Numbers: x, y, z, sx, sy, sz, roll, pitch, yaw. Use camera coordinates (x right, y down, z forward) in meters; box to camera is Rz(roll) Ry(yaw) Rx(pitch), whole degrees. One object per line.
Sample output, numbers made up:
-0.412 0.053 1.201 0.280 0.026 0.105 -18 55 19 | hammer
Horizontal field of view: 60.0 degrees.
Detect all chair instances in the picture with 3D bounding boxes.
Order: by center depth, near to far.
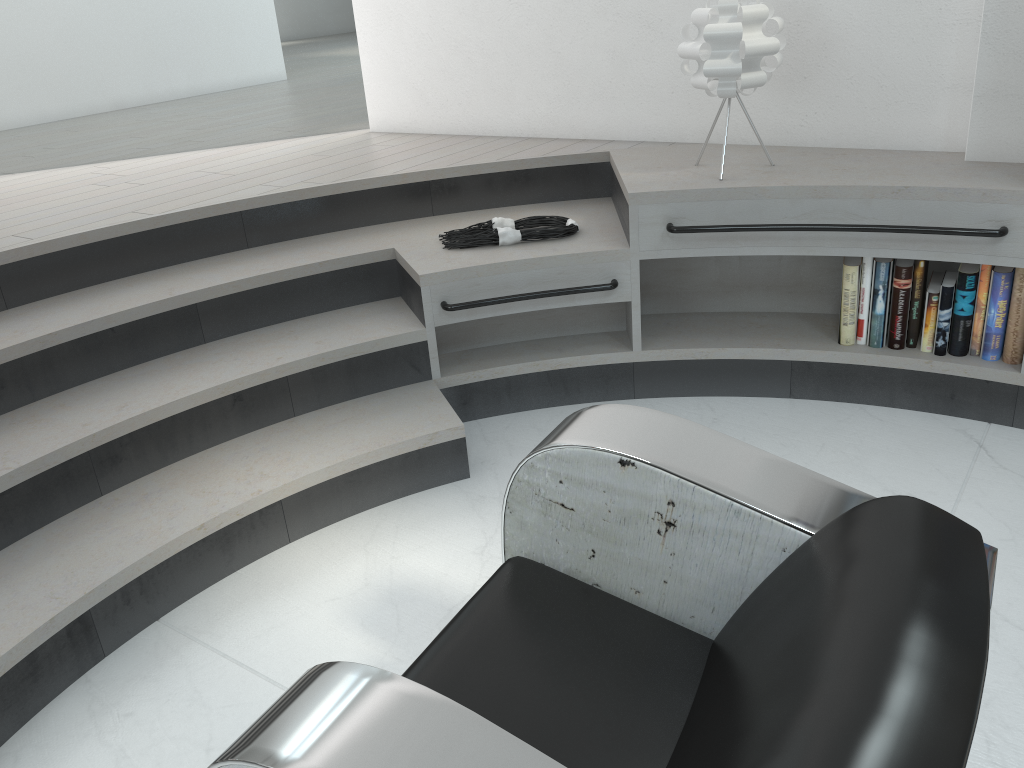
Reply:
0.176 0.503 1.175 0.742 0.712 0.830 9 28 29 | chair

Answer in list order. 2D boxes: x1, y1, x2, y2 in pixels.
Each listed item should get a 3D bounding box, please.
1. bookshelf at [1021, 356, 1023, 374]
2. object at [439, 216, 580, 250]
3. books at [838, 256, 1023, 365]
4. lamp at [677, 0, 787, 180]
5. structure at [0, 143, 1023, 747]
1.196 0.019 0.226 2.114 1.860 4.368 12 29 33 | bookshelf
-0.011 -0.507 2.969 0.473 0.081 0.220 -5 24 0 | object
1.655 -0.326 2.298 0.393 0.688 1.648 -26 32 -38 | books
0.681 -0.925 2.752 0.306 0.519 0.308 6 26 23 | lamp
0.129 0.461 1.286 4.711 0.686 4.758 -8 25 -7 | structure
